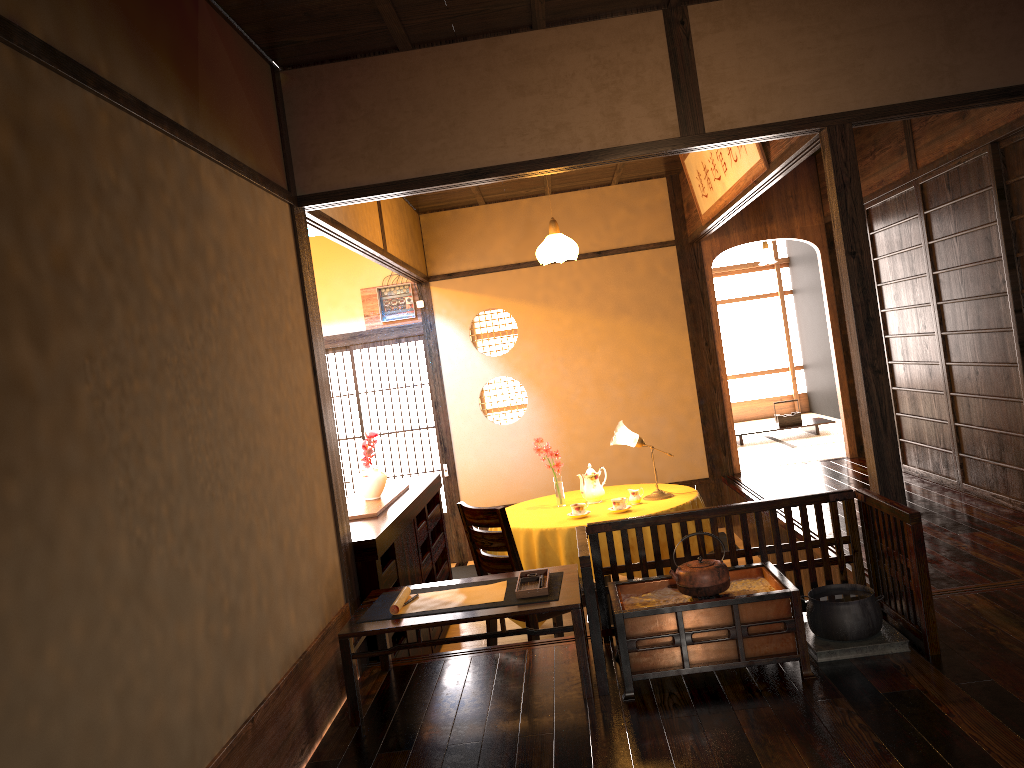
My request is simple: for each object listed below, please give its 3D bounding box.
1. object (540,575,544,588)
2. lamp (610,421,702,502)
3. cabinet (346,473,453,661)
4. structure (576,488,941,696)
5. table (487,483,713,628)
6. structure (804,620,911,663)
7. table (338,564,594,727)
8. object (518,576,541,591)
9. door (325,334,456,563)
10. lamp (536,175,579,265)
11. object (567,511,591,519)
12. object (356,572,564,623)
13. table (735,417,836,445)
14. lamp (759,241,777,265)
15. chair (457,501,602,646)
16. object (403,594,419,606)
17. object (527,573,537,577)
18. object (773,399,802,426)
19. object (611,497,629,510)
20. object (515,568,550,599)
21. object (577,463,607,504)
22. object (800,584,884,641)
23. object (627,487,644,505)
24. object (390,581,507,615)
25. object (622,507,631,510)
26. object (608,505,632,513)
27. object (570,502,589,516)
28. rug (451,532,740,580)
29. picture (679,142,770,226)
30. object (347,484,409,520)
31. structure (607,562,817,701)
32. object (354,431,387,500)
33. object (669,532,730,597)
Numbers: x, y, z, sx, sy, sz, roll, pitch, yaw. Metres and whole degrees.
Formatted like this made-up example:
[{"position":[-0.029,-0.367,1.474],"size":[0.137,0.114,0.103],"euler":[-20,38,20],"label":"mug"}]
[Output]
[{"position":[0.118,0.770,3.455],"size":[0.012,0.012,0.180],"euler":[-8,1,3],"label":"object"},{"position":[0.929,0.795,5.500],"size":[0.511,1.203,0.198],"euler":[-8,0,3],"label":"lamp"},{"position":[-0.719,1.160,4.999],"size":[0.489,0.971,2.187],"euler":[-8,1,3],"label":"cabinet"},{"position":[0.879,0.766,3.408],"size":[1.197,0.499,0.598],"euler":[-8,1,3],"label":"structure"},{"position":[0.565,1.101,5.602],"size":[1.444,0.695,1.444],"euler":[-8,1,3],"label":"table"},{"position":[1.257,0.946,3.316],"size":[0.330,0.040,0.330],"euler":[-8,1,3],"label":"structure"},{"position":[-0.152,0.994,3.455],"size":[0.880,0.336,0.600],"euler":[-8,1,3],"label":"table"},{"position":[0.068,0.776,3.404],"size":[0.082,0.019,0.200],"euler":[-8,1,4],"label":"object"},{"position":[-1.927,0.741,7.801],"size":[2.647,2.001,0.066],"euler":[-8,0,3],"label":"door"},{"position":[0.240,-1.171,5.631],"size":[0.249,0.810,0.277],"euler":[-8,0,25],"label":"lamp"},{"position":[0.395,0.772,5.217],"size":[0.144,0.024,0.144],"euler":[-9,2,-37],"label":"object"},{"position":[-0.185,0.827,3.456],"size":[0.760,0.003,0.405],"euler":[-8,1,6],"label":"object"},{"position":[2.834,0.523,9.648],"size":[1.200,0.118,0.600],"euler":[-8,1,3],"label":"table"},{"position":[2.732,-1.699,9.657],"size":[0.196,0.798,0.225],"euler":[-8,0,11],"label":"lamp"},{"position":[0.107,1.058,4.652],"size":[0.578,0.960,0.490],"euler":[-8,0,-32],"label":"chair"},{"position":[-0.397,0.849,3.488],"size":[0.012,0.010,0.141],"euler":[-8,1,18],"label":"object"},{"position":[0.082,0.770,3.531],"size":[0.040,0.021,0.040],"euler":[-9,1,-34],"label":"object"},{"position":[2.993,0.310,9.640],"size":[0.260,0.258,0.150],"euler":[-8,0,3],"label":"object"},{"position":[0.631,0.706,5.201],"size":[0.090,0.076,0.099],"euler":[-8,1,-12],"label":"object"},{"position":[0.083,0.773,3.444],"size":[0.121,0.028,0.295],"euler":[-8,1,4],"label":"object"},{"position":[0.516,0.629,5.652],"size":[0.163,0.253,0.154],"euler":[-8,0,16],"label":"object"},{"position":[1.241,0.854,3.318],"size":[0.267,0.147,0.266],"euler":[-9,1,-31],"label":"object"},{"position":[0.751,0.680,5.397],"size":[0.083,0.098,0.078],"euler":[-8,0,-28],"label":"object"},{"position":[-0.240,0.815,3.445],"size":[0.430,0.038,0.275],"euler":[-8,1,3],"label":"object"},{"position":[0.657,0.727,5.159],"size":[0.126,0.019,0.029],"euler":[-8,1,6],"label":"object"},{"position":[0.634,0.739,5.205],"size":[0.144,0.024,0.144],"euler":[-9,2,-37],"label":"object"},{"position":[0.394,0.740,5.215],"size":[0.099,0.076,0.090],"euler":[-8,1,28],"label":"object"},{"position":[0.286,1.455,7.026],"size":[2.954,0.005,0.902],"euler":[-8,1,3],"label":"rug"},{"position":[1.306,-1.433,5.676],"size":[0.117,0.565,2.045],"euler":[-8,1,3],"label":"picture"},{"position":[-0.796,0.670,5.032],"size":[0.267,0.020,0.998],"euler":[-8,1,3],"label":"object"},{"position":[0.703,0.895,3.272],"size":[0.666,0.300,0.453],"euler":[-8,1,3],"label":"structure"},{"position":[-0.813,0.468,5.163],"size":[0.189,0.378,0.321],"euler":[-8,0,12],"label":"object"},{"position":[0.695,0.655,3.272],"size":[0.197,0.216,0.198],"euler":[-8,1,42],"label":"object"}]
